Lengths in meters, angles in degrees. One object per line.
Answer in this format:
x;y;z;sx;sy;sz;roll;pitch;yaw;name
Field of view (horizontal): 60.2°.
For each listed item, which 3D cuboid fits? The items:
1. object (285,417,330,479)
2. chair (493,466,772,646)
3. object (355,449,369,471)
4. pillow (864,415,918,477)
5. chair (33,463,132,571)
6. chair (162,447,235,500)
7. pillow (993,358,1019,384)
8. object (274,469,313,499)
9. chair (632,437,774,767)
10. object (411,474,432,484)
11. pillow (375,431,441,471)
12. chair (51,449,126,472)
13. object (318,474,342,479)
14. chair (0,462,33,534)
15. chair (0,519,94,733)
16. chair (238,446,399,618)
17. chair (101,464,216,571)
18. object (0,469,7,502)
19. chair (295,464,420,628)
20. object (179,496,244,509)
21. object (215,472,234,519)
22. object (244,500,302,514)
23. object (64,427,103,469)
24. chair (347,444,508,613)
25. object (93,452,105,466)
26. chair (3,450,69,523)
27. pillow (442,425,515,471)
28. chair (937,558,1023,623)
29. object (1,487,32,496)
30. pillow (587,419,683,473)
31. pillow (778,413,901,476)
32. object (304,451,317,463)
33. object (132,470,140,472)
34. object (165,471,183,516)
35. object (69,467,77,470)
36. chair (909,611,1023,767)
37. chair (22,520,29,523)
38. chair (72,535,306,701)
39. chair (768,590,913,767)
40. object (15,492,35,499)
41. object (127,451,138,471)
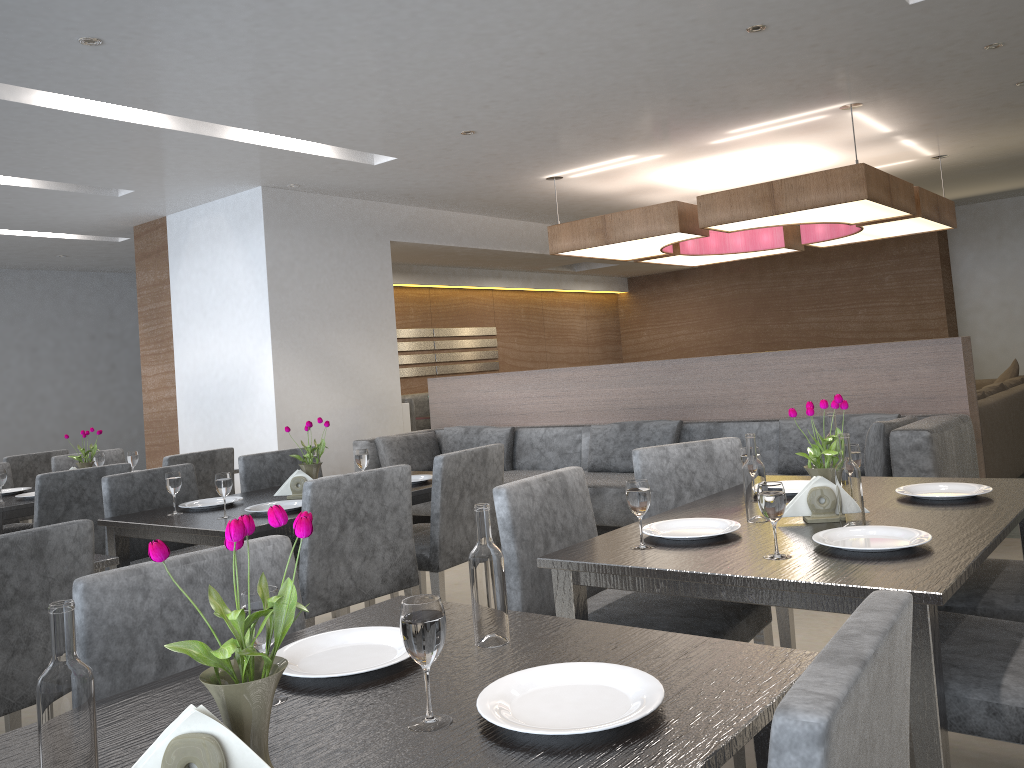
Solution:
-0.723;0.260;3.196;0.103;0.277;0.155;-7;-3;36;object
0.286;0.594;2.039;0.490;0.765;0.477;-6;-3;33;chair
-0.558;0.314;3.305;0.053;0.140;0.053;-4;-3;-4;object
1.825;0.320;4.255;0.150;0.325;0.575;-7;-1;38;pillow
-1.903;0.740;3.799;0.490;0.765;0.477;-7;-3;43;chair
-1.621;0.710;4.248;0.490;0.765;0.477;-6;-3;33;chair
3.870;0.006;7.005;0.278;0.406;0.532;-6;-1;27;pillow
-0.753;0.352;3.138;0.203;0.100;0.070;-5;-2;8;object
0.649;0.557;2.483;0.478;0.765;0.489;-4;-2;-22;chair
-0.389;0.363;3.319;0.216;0.015;0.217;-4;1;38;object
-0.697;0.496;6.244;0.188;0.307;0.561;-6;-1;39;pillow
-2.128;0.743;4.662;0.490;0.765;0.477;-7;-3;43;chair
-0.690;0.383;3.558;0.216;0.015;0.217;-4;1;38;object
-2.473;0.778;4.240;0.490;0.765;0.477;-6;-3;33;chair
-1.245;0.717;2.012;0.490;0.765;0.477;-6;-3;33;chair
-0.808;0.655;3.616;0.490;0.765;0.477;-7;-3;43;chair
-1.153;0.690;3.194;0.490;0.765;0.477;-6;-3;33;chair
-2.207;0.438;3.815;0.053;0.140;0.053;-4;-3;-10;object
-0.584;0.652;2.753;0.490;0.765;0.477;-7;-3;43;chair
-1.053;0.420;3.099;0.216;0.015;0.217;-4;1;38;object
-0.906;0.351;2.783;0.053;0.140;0.053;-4;-3;-4;object
-0.753;0.400;2.861;0.216;0.015;0.217;-4;1;38;object
-2.043;0.349;4.243;0.103;0.277;0.155;-7;-3;36;object
-0.302;0.621;3.201;0.490;0.765;0.477;-6;-3;33;chair
-2.076;0.417;4.448;0.053;0.140;0.053;-4;-3;-4;object
-2.955;0.799;5.305;0.490;0.765;0.477;-6;-3;33;chair
-0.255;0.454;6.205;0.635;0.321;0.181;-5;-2;39;pillow
1.147;0.524;2.053;0.490;0.765;0.477;-6;-3;33;chair
-2.373;0.508;4.145;0.217;0.015;0.216;-5;1;-5;object
0.740;0.387;5.417;0.635;0.321;0.181;-5;-2;38;pillow
1.706;0.323;4.650;0.635;0.321;0.181;-5;-2;38;pillow
-0.774;0.330;3.416;0.053;0.140;0.053;-4;-3;-4;object
-2.009;0.471;4.604;0.217;0.015;0.216;-5;1;-5;object
-1.133;0.366;2.964;0.053;0.140;0.053;-4;-3;-4;object
-2.072;0.441;4.184;0.203;0.100;0.070;-5;-2;8;object
0.864;0.555;1.605;0.490;0.765;0.477;-7;-3;43;chair
-3.461;0.832;5.719;0.490;0.765;0.477;-7;-3;43;chair
-0.352;0.657;1.317;0.490;0.765;0.477;-7;-3;43;chair
0.155;0.624;0.902;0.490;0.765;0.477;-6;-3;33;chair
-2.072;0.488;3.907;0.216;0.015;0.217;-4;1;38;object
-1.859;0.401;4.337;0.053;0.140;0.053;-4;-3;-4;object
